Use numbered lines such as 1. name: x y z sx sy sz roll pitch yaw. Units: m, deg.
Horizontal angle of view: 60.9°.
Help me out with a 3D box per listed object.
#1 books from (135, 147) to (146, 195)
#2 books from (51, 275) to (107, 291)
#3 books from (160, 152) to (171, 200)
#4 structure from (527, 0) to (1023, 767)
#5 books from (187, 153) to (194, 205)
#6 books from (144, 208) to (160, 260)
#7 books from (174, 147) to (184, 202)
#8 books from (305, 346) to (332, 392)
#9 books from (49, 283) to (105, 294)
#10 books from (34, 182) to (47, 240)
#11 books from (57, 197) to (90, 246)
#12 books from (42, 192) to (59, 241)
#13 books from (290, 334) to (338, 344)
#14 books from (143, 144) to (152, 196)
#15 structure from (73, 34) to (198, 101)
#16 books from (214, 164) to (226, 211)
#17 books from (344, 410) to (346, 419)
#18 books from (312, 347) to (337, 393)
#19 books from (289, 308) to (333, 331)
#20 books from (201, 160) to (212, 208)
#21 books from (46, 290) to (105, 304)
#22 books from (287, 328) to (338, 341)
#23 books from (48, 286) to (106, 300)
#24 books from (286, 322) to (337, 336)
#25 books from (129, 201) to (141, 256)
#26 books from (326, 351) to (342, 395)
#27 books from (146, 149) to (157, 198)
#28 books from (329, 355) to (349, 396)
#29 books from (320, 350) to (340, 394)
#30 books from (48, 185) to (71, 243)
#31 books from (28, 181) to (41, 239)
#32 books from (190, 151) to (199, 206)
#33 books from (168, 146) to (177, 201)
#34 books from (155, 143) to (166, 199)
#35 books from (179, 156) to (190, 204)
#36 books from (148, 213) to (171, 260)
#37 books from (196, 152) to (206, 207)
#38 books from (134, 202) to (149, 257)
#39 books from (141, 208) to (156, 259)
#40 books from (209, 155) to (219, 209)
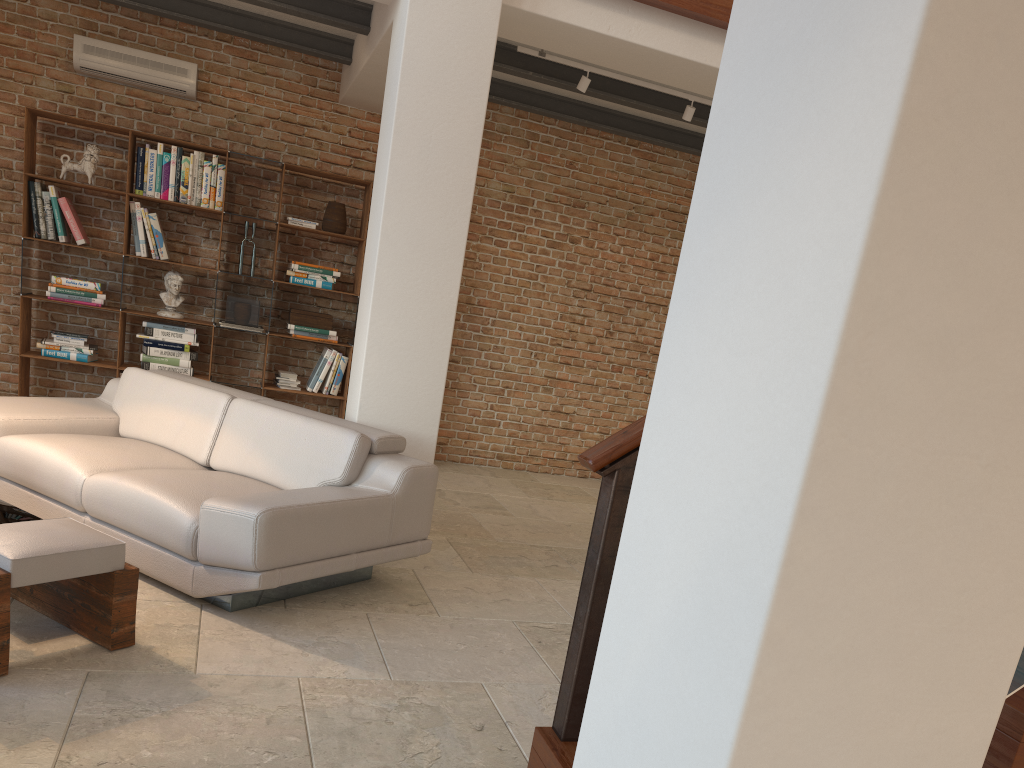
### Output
1. books: -2.726 -1.554 6.421 0.056 0.341 0.244 5 12 -18
2. books: -3.226 -0.752 6.505 0.328 0.057 0.245 9 5 -16
3. books: -2.565 -1.530 6.477 0.056 0.341 0.244 5 12 -18
4. structure: 1.272 -0.556 0.969 10.221 4.277 13.351 8 6 -19
5. books: -2.400 -1.519 6.519 0.021 0.371 0.261 5 12 -18
6. books: -2.701 -1.123 6.559 0.125 0.360 0.261 5 12 -18
7. books: -2.478 -1.544 6.488 0.037 0.396 0.234 5 13 -18
8. books: -1.600 -0.124 7.200 0.164 0.385 0.234 5 12 -18
9. books: -3.241 -0.715 6.514 0.358 0.021 0.262 8 5 -20
10. books: -3.391 -1.247 6.313 0.092 0.397 0.234 5 12 -18
11. books: -3.212 -1.188 6.396 0.196 0.329 0.244 6 11 -18
12. books: -3.353 -1.217 6.353 0.103 0.345 0.244 5 12 -18
13. books: -1.618 -0.377 7.105 0.358 0.021 0.262 8 5 -20
14. books: -2.687 -1.562 6.429 0.021 0.371 0.261 5 12 -18
15. structure: -2.712 -2.283 6.312 0.818 0.227 0.192 8 10 -19
16. books: -2.210 -1.477 6.606 0.056 0.341 0.244 5 12 -18
17. books: -1.412 0.360 7.401 0.084 0.344 0.244 5 12 -18
18. books: -1.553 -0.116 7.192 0.162 0.385 0.234 5 12 -18
19. books: -1.628 -0.523 7.046 0.337 0.123 0.205 8 7 -19
20. books: -2.295 -1.488 6.555 0.056 0.341 0.244 5 12 -18
21. books: -3.256 -0.650 6.515 0.382 0.038 0.235 8 5 -23
22. books: -1.631 -0.409 7.106 0.382 0.038 0.235 8 5 -23
23. books: -3.238 -0.684 6.503 0.382 0.038 0.235 8 5 -25
24. books: -1.628 -0.443 7.061 0.382 0.038 0.235 8 5 -20
25. books: -2.805 -1.157 6.522 0.102 0.397 0.234 5 12 -18
26. books: -1.491 -0.097 7.236 0.098 0.366 0.261 5 12 -18
27. books: -2.647 -1.541 6.430 0.056 0.341 0.244 5 12 -18
28. books: -1.447 -0.081 7.239 0.117 0.345 0.244 5 12 -18
29. books: -1.508 -0.102 7.220 0.098 0.366 0.261 5 12 -18
30. books: -3.287 -1.228 6.337 0.122 0.394 0.234 5 12 -18
31. books: -3.424 -1.251 6.293 0.092 0.397 0.234 5 12 -18
32. books: -2.374 -1.530 6.538 0.037 0.396 0.234 5 13 -18
33. books: -2.510 -1.548 6.467 0.037 0.396 0.234 5 13 -18
34. books: -2.600 -1.562 6.442 0.037 0.396 0.234 5 13 -18
35. books: -2.434 -1.508 6.497 0.056 0.341 0.244 5 12 -18
36. books: -2.653 -1.106 6.564 0.159 0.340 0.244 6 12 -18
37. books: -2.335 -1.523 6.538 0.037 0.396 0.234 5 13 -18
38. books: -2.763 -1.148 6.513 0.104 0.396 0.234 5 12 -18
39. books: -2.719 -1.125 6.544 0.125 0.360 0.261 5 12 -18
40. books: -2.247 -1.510 6.568 0.037 0.396 0.234 5 13 -18
